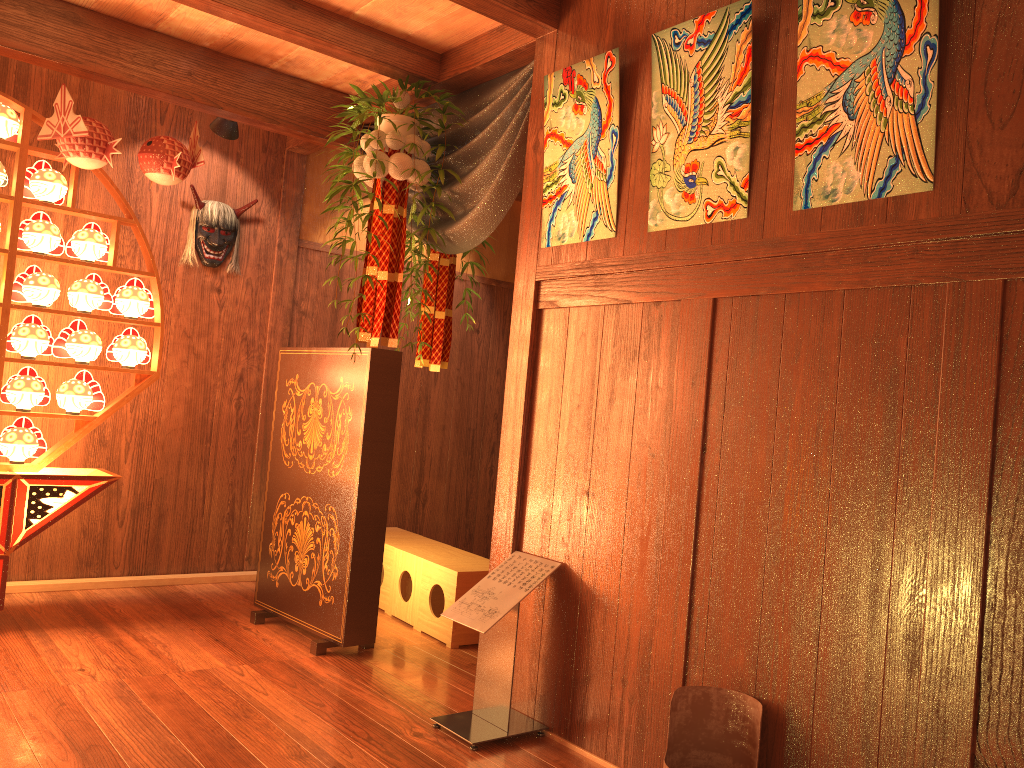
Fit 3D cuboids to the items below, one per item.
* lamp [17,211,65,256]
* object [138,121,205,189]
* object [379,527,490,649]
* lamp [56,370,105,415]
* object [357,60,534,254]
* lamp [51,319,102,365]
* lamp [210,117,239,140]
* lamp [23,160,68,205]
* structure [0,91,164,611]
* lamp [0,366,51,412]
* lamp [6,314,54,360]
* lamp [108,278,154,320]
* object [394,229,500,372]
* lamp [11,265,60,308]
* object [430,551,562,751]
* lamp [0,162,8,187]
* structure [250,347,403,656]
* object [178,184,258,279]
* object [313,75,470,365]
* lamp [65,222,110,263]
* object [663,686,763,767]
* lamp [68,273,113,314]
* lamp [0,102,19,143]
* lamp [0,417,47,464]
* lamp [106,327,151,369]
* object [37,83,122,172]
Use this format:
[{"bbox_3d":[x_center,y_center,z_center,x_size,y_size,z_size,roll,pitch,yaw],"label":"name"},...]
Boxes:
[{"bbox_3d":[-1.984,-0.641,3.737,0.207,0.200,0.152,7,-3,-38],"label":"lamp"},{"bbox_3d":[-1.493,-1.016,3.822,0.236,0.318,0.354,7,-3,-43],"label":"object"},{"bbox_3d":[-0.461,0.981,4.438,0.337,0.330,1.249,6,-2,-34],"label":"object"},{"bbox_3d":[-1.897,0.034,3.830,0.201,0.200,0.156,5,-2,-4],"label":"lamp"},{"bbox_3d":[-0.315,-0.935,3.847,0.098,0.751,1.449,7,-3,-38],"label":"object"},{"bbox_3d":[-1.859,-0.184,3.853,0.152,0.200,0.207,3,-3,37],"label":"lamp"},{"bbox_3d":[-1.391,-1.274,4.285,0.138,0.177,0.171,6,-2,-18],"label":"lamp"},{"bbox_3d":[-1.960,-0.860,3.751,0.152,0.200,0.207,3,-3,37],"label":"lamp"},{"bbox_3d":[-2.410,-0.158,3.414,2.028,2.196,0.473,7,-3,-39],"label":"structure"},{"bbox_3d":[-2.042,0.020,3.712,0.191,0.194,0.152,6,-2,-29],"label":"lamp"},{"bbox_3d":[-2.025,-0.200,3.718,0.195,0.195,0.152,6,-2,-29],"label":"lamp"},{"bbox_3d":[-1.703,-0.387,3.972,0.205,0.200,0.153,6,-2,-24],"label":"lamp"},{"bbox_3d":[-0.446,-0.650,4.749,0.523,1.260,0.768,3,-3,37],"label":"object"},{"bbox_3d":[-1.987,-0.413,3.744,0.152,0.187,0.195,4,-2,32],"label":"lamp"},{"bbox_3d":[-0.051,0.849,2.881,0.310,0.560,0.242,7,-3,-38],"label":"object"},{"bbox_3d":[-2.146,-0.867,3.601,0.143,0.173,0.153,6,-2,-23],"label":"lamp"},{"bbox_3d":[-0.824,0.469,3.873,0.280,1.250,0.773,7,-3,-42],"label":"structure"},{"bbox_3d":[-1.569,-0.792,4.715,0.376,0.454,0.133,7,-3,-39],"label":"object"},{"bbox_3d":[-0.525,-0.691,3.717,0.686,1.260,0.589,3,-3,40],"label":"object"},{"bbox_3d":[-1.842,-0.622,3.853,0.194,0.195,0.153,6,-2,-24],"label":"lamp"},{"bbox_3d":[0.497,0.975,2.220,0.229,0.359,0.240,4,-2,22],"label":"object"},{"bbox_3d":[-1.857,-0.401,3.851,0.183,0.191,0.155,5,-2,-9],"label":"lamp"},{"bbox_3d":[-2.102,-1.091,3.628,0.195,0.188,0.152,6,-3,-34],"label":"lamp"},{"bbox_3d":[-2.065,0.236,3.704,0.200,0.197,0.153,6,-2,-24],"label":"lamp"},{"bbox_3d":[-1.713,-0.163,3.970,0.188,0.192,0.152,6,-2,-29],"label":"lamp"},{"bbox_3d":[-1.743,-1.032,3.619,0.354,0.314,0.248,4,-2,28],"label":"object"}]
